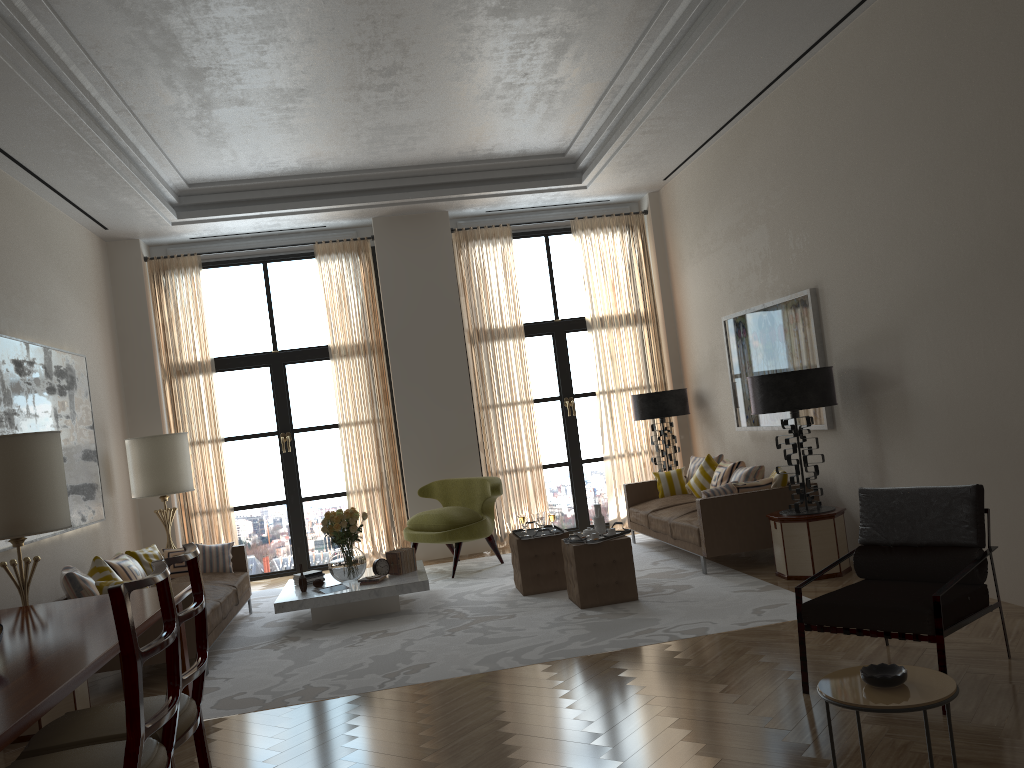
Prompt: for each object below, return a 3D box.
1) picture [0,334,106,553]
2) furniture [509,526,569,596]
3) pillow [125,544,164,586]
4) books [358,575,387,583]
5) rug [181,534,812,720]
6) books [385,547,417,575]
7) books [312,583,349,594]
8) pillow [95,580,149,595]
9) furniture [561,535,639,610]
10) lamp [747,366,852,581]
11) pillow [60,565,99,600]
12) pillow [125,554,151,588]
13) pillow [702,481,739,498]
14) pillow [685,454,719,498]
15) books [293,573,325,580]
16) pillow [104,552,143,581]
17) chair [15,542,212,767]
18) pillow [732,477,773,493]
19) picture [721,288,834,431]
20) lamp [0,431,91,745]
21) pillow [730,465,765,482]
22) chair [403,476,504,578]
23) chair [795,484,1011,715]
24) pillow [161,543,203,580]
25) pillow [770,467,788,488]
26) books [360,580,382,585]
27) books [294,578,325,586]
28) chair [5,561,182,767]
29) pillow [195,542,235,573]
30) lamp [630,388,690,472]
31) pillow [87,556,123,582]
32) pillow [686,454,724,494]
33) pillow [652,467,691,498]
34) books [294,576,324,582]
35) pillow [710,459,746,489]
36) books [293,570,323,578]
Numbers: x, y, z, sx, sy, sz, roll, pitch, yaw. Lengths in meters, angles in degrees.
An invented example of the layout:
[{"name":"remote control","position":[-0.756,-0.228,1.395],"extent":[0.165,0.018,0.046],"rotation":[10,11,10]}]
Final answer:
[{"name":"picture","position":[-4.823,0.567,9.152],"extent":[0.045,1.998,3.064],"rotation":[-7,-2,-8]},{"name":"furniture","position":[0.326,1.947,9.784],"extent":[0.613,0.616,0.614],"rotation":[-7,-1,-9]},{"name":"pillow","position":[-4.121,2.084,10.091],"extent":[0.296,0.475,0.515],"rotation":[-7,-1,13]},{"name":"books","position":[-1.505,2.101,9.558],"extent":[0.255,0.026,0.202],"rotation":[-8,-2,16]},{"name":"rug","position":[-0.420,2.313,9.650],"extent":[5.515,0.065,5.737],"rotation":[-7,-2,-9]},{"name":"books","position":[-1.242,1.987,9.944],"extent":[0.211,0.264,0.281],"rotation":[-8,-2,42]},{"name":"books","position":[-1.928,2.167,9.417],"extent":[0.280,0.038,0.384],"rotation":[-6,-3,-36]},{"name":"pillow","position":[-3.389,1.915,7.810],"extent":[0.482,0.433,0.318],"rotation":[-7,-1,1]},{"name":"furniture","position":[0.865,1.842,8.824],"extent":[0.613,0.616,0.614],"rotation":[-7,-1,-9]},{"name":"lamp","position":[2.893,0.879,8.838],"extent":[0.829,2.018,0.830],"rotation":[-7,-1,-8]},{"name":"pillow","position":[-3.807,1.909,7.900],"extent":[0.355,0.576,0.625],"rotation":[-7,-1,-30]},{"name":"pillow","position":[-3.999,2.071,9.230],"extent":[0.370,0.565,0.660],"rotation":[-7,-1,-13]},{"name":"pillow","position":[2.240,1.291,9.652],"extent":[0.497,0.428,0.327],"rotation":[-7,-1,-21]},{"name":"pillow","position":[2.567,1.226,11.595],"extent":[0.768,0.617,0.355],"rotation":[-8,-1,35]},{"name":"books","position":[-2.296,2.175,10.016],"extent":[0.280,0.024,0.230],"rotation":[-5,-3,-44]},{"name":"pillow","position":[-3.893,1.979,8.863],"extent":[0.403,0.547,0.618],"rotation":[-7,-1,-5]},{"name":"chair","position":[-1.798,1.554,4.020],"extent":[0.877,1.505,0.656],"rotation":[-7,-1,-9]},{"name":"pillow","position":[2.605,1.249,9.670],"extent":[0.464,0.412,0.304],"rotation":[-7,-1,-10]},{"name":"picture","position":[3.029,-0.197,10.331],"extent":[0.080,1.480,2.269],"rotation":[-7,-2,-10]},{"name":"lamp","position":[-3.775,1.528,6.840],"extent":[0.766,2.254,0.769],"rotation":[-7,-1,-42]},{"name":"pillow","position":[2.802,1.265,10.668],"extent":[0.370,0.565,0.660],"rotation":[-7,-1,-13]},{"name":"chair","position":[-0.847,1.907,11.815],"extent":[1.027,1.213,1.794],"rotation":[-6,-2,-41]},{"name":"chair","position":[2.427,1.260,5.540],"extent":[1.132,1.135,0.879],"rotation":[-6,-2,-44]},{"name":"pillow","position":[-3.803,2.081,10.228],"extent":[0.464,0.412,0.304],"rotation":[-7,-1,-10]},{"name":"pillow","position":[2.916,1.183,9.807],"extent":[0.296,0.475,0.515],"rotation":[-7,-1,13]},{"name":"books","position":[-1.513,2.126,9.556],"extent":[0.197,0.024,0.256],"rotation":[-8,-2,9]},{"name":"books","position":[-2.288,2.229,10.014],"extent":[0.280,0.035,0.208],"rotation":[-5,-3,-42]},{"name":"chair","position":[-1.692,1.516,3.382],"extent":[0.877,1.505,0.656],"rotation":[-7,-1,-9]},{"name":"pillow","position":[-3.439,2.032,10.246],"extent":[0.497,0.428,0.327],"rotation":[-7,-1,-21]},{"name":"lamp","position":[2.283,1.115,13.023],"extent":[0.829,2.018,0.830],"rotation":[-7,-1,-4]},{"name":"pillow","position":[-3.790,1.906,8.305],"extent":[0.768,0.617,0.355],"rotation":[-8,-1,35]},{"name":"pillow","position":[2.588,1.255,11.999],"extent":[0.355,0.576,0.625],"rotation":[-7,-1,-30]},{"name":"pillow","position":[2.186,1.372,12.088],"extent":[0.482,0.433,0.318],"rotation":[-7,-1,1]},{"name":"books","position":[-2.293,2.199,10.003],"extent":[0.208,0.024,0.262],"rotation":[-9,-3,44]},{"name":"pillow","position":[2.680,1.230,11.036],"extent":[0.403,0.547,0.618],"rotation":[-7,-1,-5]},{"name":"books","position":[-2.304,2.148,10.007],"extent":[0.259,0.030,0.207],"rotation":[-5,-3,-42]}]
